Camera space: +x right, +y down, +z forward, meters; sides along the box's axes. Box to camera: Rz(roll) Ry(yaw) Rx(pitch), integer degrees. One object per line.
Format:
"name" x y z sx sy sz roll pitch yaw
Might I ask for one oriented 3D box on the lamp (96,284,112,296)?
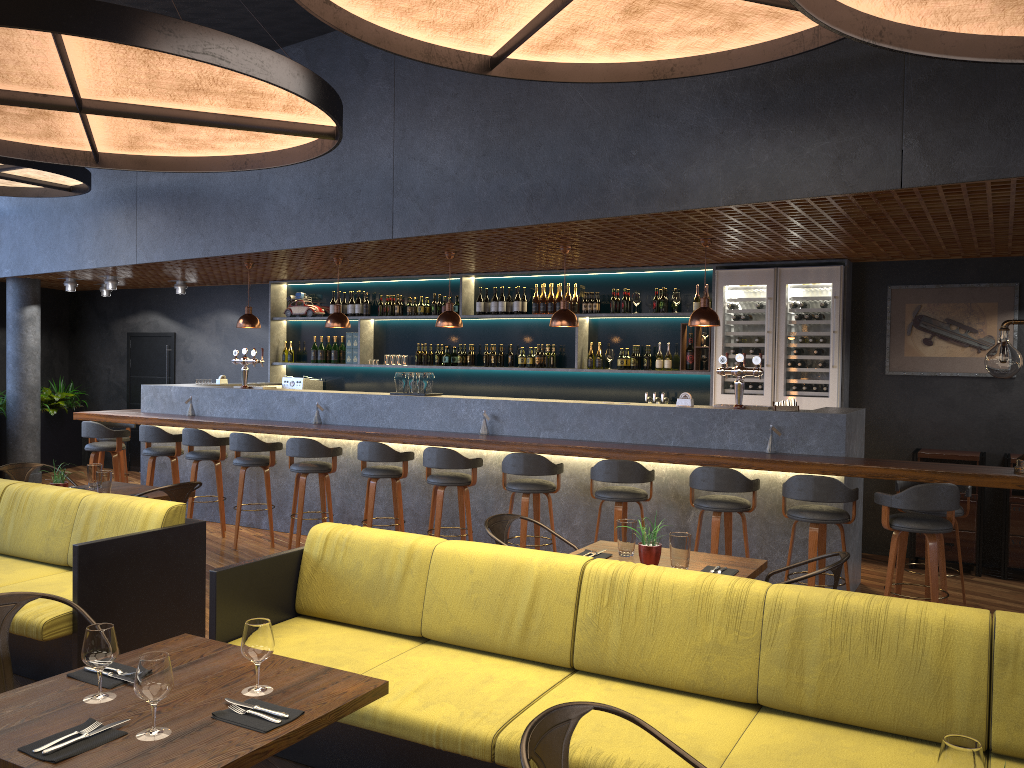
"lamp" -5.698 -1.319 12.445 0.228 0.172 0.228 2 2 29

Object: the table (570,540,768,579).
"table" 0.662 1.258 4.275 0.906 0.763 0.887 2 2 29

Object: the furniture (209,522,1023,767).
"furniture" 1.402 1.288 0.877 7.462 0.914 4.895 2 2 24

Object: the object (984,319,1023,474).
"object" 3.212 0.074 5.436 0.566 0.944 0.263 2 2 21

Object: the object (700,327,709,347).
"object" 1.908 -0.473 8.764 0.097 0.206 0.097 0 2 -21

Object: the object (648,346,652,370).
"object" 1.409 -0.268 9.124 0.063 0.254 0.063 2 2 37

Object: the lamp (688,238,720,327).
"lamp" 1.503 -0.788 6.898 0.250 0.673 0.250 0 2 -29

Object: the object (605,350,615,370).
"object" 1.019 -0.254 9.230 0.097 0.206 0.097 1 2 -2

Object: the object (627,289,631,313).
"object" 1.205 -0.853 9.196 0.063 0.254 0.063 1 2 16

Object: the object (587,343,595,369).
"object" 0.837 -0.298 9.392 0.079 0.281 0.079 2 2 33

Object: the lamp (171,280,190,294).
"lamp" -4.376 -1.277 11.714 0.228 0.172 0.228 2 2 29

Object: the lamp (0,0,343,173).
"lamp" -2.313 -2.165 4.751 2.778 1.475 2.778 1 2 -7

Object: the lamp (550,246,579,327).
"lamp" 0.445 -0.821 7.483 0.250 0.673 0.250 0 2 -29

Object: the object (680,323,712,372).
"object" 1.841 -0.364 8.801 0.300 0.475 0.161 2 2 28

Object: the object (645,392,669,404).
"object" 1.485 0.330 9.058 0.310 0.492 0.204 2 2 29

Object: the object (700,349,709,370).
"object" 1.904 -0.239 8.771 0.097 0.206 0.097 0 2 -21

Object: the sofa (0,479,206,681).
"sofa" -3.319 1.087 5.376 3.061 0.914 0.966 2 2 29

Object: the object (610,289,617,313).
"object" 1.050 -0.854 9.165 0.063 0.254 0.063 2 2 26

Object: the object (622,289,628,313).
"object" 1.160 -0.851 9.113 0.063 0.254 0.063 1 2 1

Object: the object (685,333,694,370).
"object" 1.778 -0.320 8.838 0.091 0.369 0.092 1 2 -2

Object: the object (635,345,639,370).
"object" 1.278 -0.270 9.131 0.063 0.254 0.063 0 2 -33

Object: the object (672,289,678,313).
"object" 1.656 -0.840 9.005 0.063 0.254 0.063 2 2 37

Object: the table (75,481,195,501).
"table" -2.891 1.147 6.204 0.887 0.763 0.906 2 2 29

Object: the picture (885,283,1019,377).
"picture" 3.873 -0.476 7.841 1.039 0.809 0.028 2 2 29

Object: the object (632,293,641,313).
"object" 1.270 -0.824 9.059 0.097 0.206 0.097 1 2 -2

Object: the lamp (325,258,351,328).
"lamp" -1.700 -0.889 8.669 0.250 0.673 0.250 0 2 -29

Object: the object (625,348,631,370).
"object" 1.197 -0.259 9.227 0.088 0.224 0.088 2 2 24

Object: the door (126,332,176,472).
"door" -5.257 0.276 12.940 1.012 2.056 0.137 2 2 29

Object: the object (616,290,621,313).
"object" 1.103 -0.856 9.250 0.063 0.254 0.063 1 2 -9

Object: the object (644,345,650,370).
"object" 1.376 -0.266 9.047 0.063 0.254 0.063 1 2 -8

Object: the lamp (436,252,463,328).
"lamp" -0.564 -0.853 8.041 0.250 0.673 0.250 0 2 -29

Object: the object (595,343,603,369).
"object" 0.919 -0.296 9.346 0.079 0.281 0.079 1 2 8

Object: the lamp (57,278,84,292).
"lamp" -5.757 -1.295 11.571 0.228 0.172 0.228 2 2 29

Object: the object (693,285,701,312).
"object" 1.845 -0.845 8.822 0.079 0.281 0.079 2 2 38

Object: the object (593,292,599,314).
"object" 0.877 -0.846 9.274 0.056 0.227 0.056 1 2 16

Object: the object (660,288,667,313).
"object" 1.517 -0.839 8.893 0.063 0.254 0.063 0 2 -33

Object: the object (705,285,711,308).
"object" 1.928 -0.842 8.776 0.079 0.281 0.079 1 2 -2

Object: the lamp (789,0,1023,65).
"lamp" 2.121 -2.025 2.275 2.778 1.475 2.778 2 2 33

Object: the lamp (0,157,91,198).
"lamp" -5.222 -2.558 8.702 1.979 1.093 1.979 1 2 -7

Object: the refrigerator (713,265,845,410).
"refrigerator" 2.520 -0.027 8.387 1.159 2.109 0.454 2 2 29

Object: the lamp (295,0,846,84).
"lamp" 0.398 -2.270 3.696 2.778 1.159 2.778 1 2 -11

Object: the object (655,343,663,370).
"object" 1.503 -0.279 9.024 0.079 0.281 0.079 1 2 3

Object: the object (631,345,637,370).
"object" 1.245 -0.269 9.057 0.063 0.254 0.063 2 2 32

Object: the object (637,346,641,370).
"object" 1.311 -0.272 9.207 0.063 0.254 0.063 1 2 -8

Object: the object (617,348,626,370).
"object" 1.131 -0.258 9.139 0.088 0.224 0.088 1 2 -1

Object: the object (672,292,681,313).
"object" 1.645 -0.813 8.870 0.097 0.206 0.097 1 2 -2

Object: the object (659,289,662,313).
"object" 1.520 -0.844 9.077 0.063 0.254 0.063 0 2 -33

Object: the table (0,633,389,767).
"table" -0.987 1.279 2.527 0.887 0.763 0.906 2 2 29

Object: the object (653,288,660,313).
"object" 1.464 -0.843 8.992 0.063 0.254 0.063 0 2 -19

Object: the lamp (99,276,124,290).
"lamp" -5.035 -1.272 11.153 0.228 0.172 0.228 2 2 29

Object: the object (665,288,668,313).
"object" 1.553 -0.841 8.989 0.063 0.254 0.063 1 2 -8

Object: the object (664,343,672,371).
"object" 1.585 -0.276 8.978 0.079 0.281 0.079 2 2 23

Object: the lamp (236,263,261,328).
"lamp" -2.744 -0.922 9.246 0.250 0.673 0.250 1 2 16
